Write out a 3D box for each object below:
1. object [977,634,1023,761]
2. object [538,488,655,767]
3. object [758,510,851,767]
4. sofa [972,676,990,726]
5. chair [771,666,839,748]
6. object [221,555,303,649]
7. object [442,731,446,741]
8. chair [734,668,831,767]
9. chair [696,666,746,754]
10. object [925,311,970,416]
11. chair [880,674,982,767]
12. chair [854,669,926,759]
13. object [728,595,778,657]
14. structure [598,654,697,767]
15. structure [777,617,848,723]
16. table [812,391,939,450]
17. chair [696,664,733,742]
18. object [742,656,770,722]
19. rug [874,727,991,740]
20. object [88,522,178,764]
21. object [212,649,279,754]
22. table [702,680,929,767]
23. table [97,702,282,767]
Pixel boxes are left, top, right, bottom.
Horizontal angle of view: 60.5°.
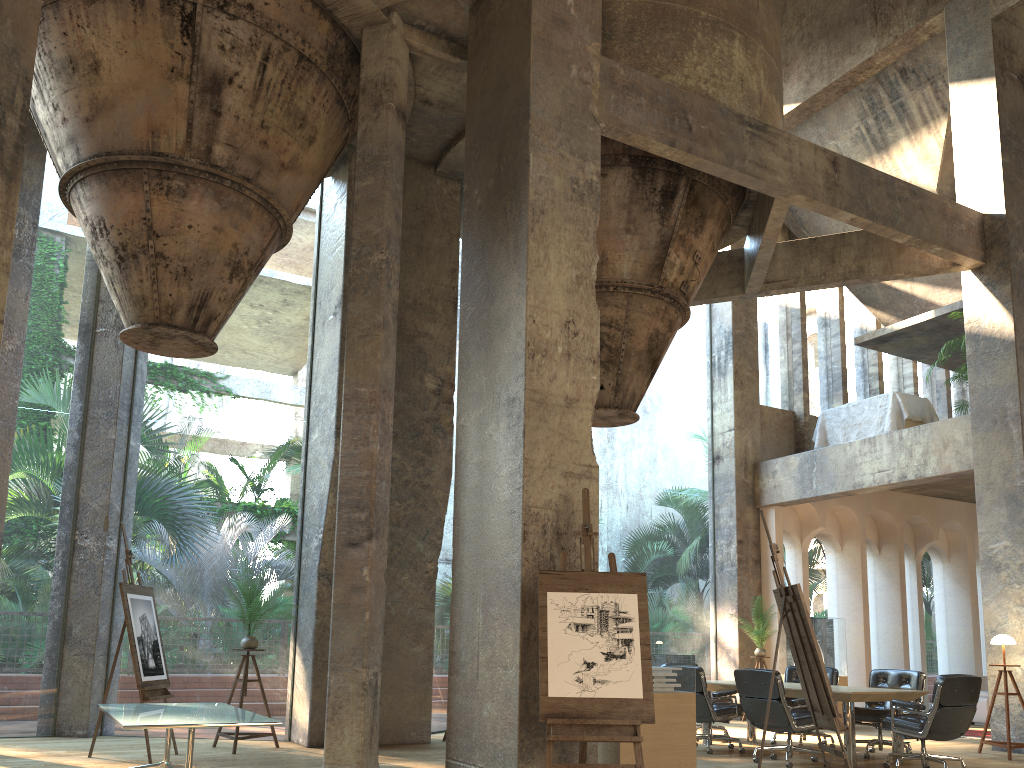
[{"bbox_3d":[5.254,3.360,9.495,0.663,1.266,0.581,7,-12,-28],"label":"object"},{"bbox_3d":[0.505,1.662,5.499,0.702,2.094,0.700,2,-10,-3],"label":"object"},{"bbox_3d":[2.101,1.992,6.498,0.684,2.094,0.718,1,-10,3],"label":"object"},{"bbox_3d":[8.535,5.016,13.896,2.946,0.704,2.108,10,-18,-28],"label":"sofa"},{"bbox_3d":[3.355,3.693,10.091,0.735,0.870,0.837,-7,-15,34],"label":"chair"},{"bbox_3d":[-2.528,2.189,8.808,0.859,0.917,0.705,3,-12,-8],"label":"object"},{"bbox_3d":[-0.399,3.546,9.994,0.658,0.949,0.585,0,-11,7],"label":"object"},{"bbox_3d":[2.633,3.185,8.433,0.825,0.871,0.746,6,-13,-22],"label":"chair"},{"bbox_3d":[2.088,3.461,9.397,0.827,0.870,0.744,8,-14,-28],"label":"chair"},{"bbox_3d":[6.421,-0.287,11.802,1.363,1.764,1.432,6,-13,-23],"label":"object"},{"bbox_3d":[3.753,3.072,7.974,0.736,0.870,0.836,9,-15,-32],"label":"chair"},{"bbox_3d":[3.876,3.449,9.234,0.829,0.870,0.742,10,-15,-34],"label":"chair"},{"bbox_3d":[3.628,3.596,13.109,0.869,0.917,0.698,11,-16,-37],"label":"object"},{"bbox_3d":[0.941,2.670,7.027,0.740,0.990,0.757,8,-14,-28],"label":"structure"},{"bbox_3d":[4.345,4.154,12.685,0.748,1.510,0.604,7,-12,-29],"label":"structure"},{"bbox_3d":[5.532,0.694,13.446,1.122,0.781,1.787,9,-17,-28],"label":"table"},{"bbox_3d":[2.276,3.824,10.607,0.737,0.870,0.835,10,-15,-34],"label":"chair"},{"bbox_3d":[3.644,4.497,12.907,0.661,0.948,0.583,-4,-13,25],"label":"object"},{"bbox_3d":[6.321,4.745,11.929,1.354,0.009,2.515,10,-19,-27],"label":"rug"},{"bbox_3d":[-3.399,2.323,7.995,0.684,2.094,0.718,1,-10,0],"label":"object"},{"bbox_3d":[-2.553,3.122,8.718,0.576,0.948,0.669,9,-14,-34],"label":"object"},{"bbox_3d":[3.000,3.548,9.305,1.111,0.682,2.461,9,-18,-28],"label":"table"},{"bbox_3d":[-2.338,2.576,6.151,0.947,0.532,1.911,9,-18,-28],"label":"table"}]
